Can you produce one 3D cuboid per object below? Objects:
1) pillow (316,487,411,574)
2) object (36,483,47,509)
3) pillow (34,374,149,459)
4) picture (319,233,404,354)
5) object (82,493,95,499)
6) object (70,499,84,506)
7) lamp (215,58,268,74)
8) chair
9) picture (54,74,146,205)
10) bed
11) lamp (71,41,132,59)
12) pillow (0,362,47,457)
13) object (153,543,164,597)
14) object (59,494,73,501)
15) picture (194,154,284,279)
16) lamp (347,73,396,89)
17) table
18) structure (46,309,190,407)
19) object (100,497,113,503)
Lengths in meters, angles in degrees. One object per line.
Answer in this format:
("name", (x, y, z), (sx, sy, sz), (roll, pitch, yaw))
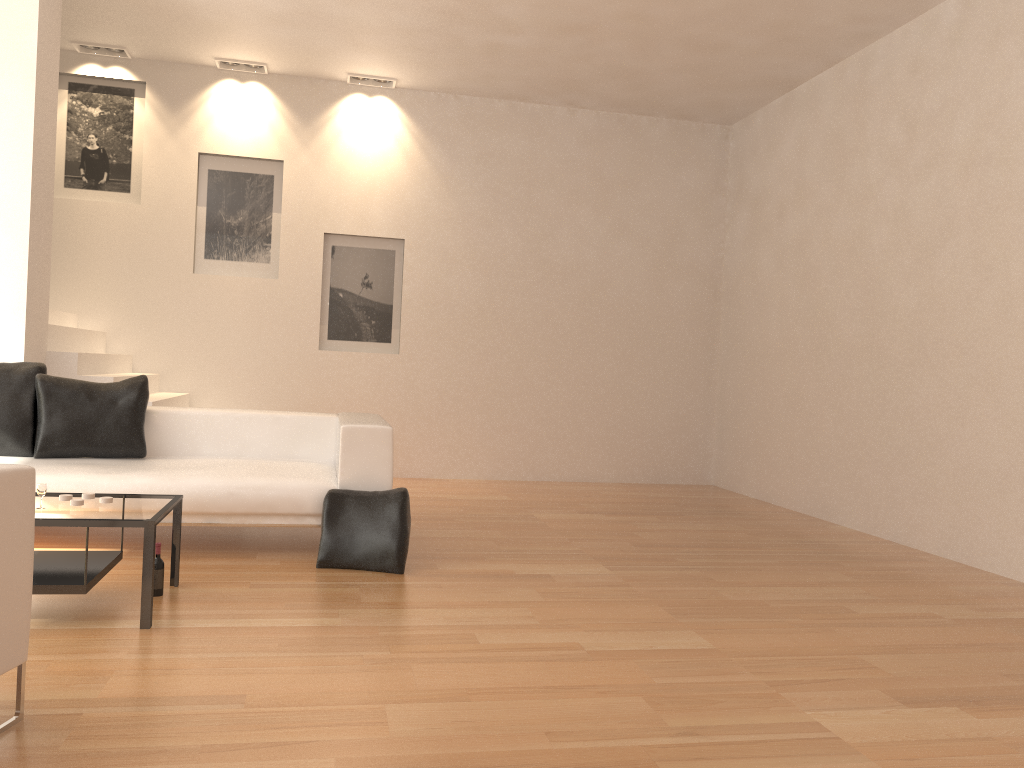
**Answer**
("pillow", (-0.783, 0.786, 4.782), (0.503, 0.457, 0.340), (3, 1, 6))
("object", (-1.924, 0.458, 3.627), (0.039, 0.101, 0.039), (3, 1, 36))
("pillow", (-2.519, 0.195, 5.332), (0.628, 0.524, 0.270), (2, 1, -28))
("picture", (-1.450, -0.861, 8.563), (0.802, 1.155, 0.005), (3, 1, -12))
("object", (-1.856, 0.491, 3.886), (0.052, 0.021, 0.052), (2, 1, -35))
("object", (-1.818, 0.495, 3.707), (0.052, 0.021, 0.052), (3, 1, 10))
("lamp", (-2.464, -2.976, 8.098), (0.446, 0.166, 0.243), (3, 1, -12))
("chair", (-2.245, 0.564, 2.048), (1.671, 0.761, 1.262), (3, 1, 3))
("picture", (-3.745, -2.216, 8.045), (0.802, 1.155, 0.005), (3, 1, -12))
("bed", (-2.289, 0.521, 5.219), (3.075, 0.761, 1.262), (3, 1, -12))
("lamp", (-3.627, -3.030, 7.850), (0.446, 0.166, 0.243), (3, 1, -12))
("pillow", (-3.148, 0.141, 5.175), (0.755, 0.666, 0.346), (2, 1, -26))
("object", (-1.589, 0.834, 3.973), (0.059, 0.244, 0.059), (2, 1, -35))
("object", (-1.919, 0.489, 3.815), (0.052, 0.021, 0.052), (2, 1, -35))
("picture", (-2.557, -1.563, 8.312), (0.802, 1.155, 0.005), (3, 1, -12))
("lamp", (-1.317, -2.923, 8.342), (0.446, 0.166, 0.243), (3, 1, -12))
("table", (-2.247, 0.723, 3.659), (1.566, 0.460, 0.709), (3, 1, -12))
("structure", (-4.255, 0.074, 6.985), (4.625, 1.403, 1.839), (3, 1, -12))
("object", (-1.740, 0.498, 3.804), (0.052, 0.021, 0.052), (2, 1, -35))
